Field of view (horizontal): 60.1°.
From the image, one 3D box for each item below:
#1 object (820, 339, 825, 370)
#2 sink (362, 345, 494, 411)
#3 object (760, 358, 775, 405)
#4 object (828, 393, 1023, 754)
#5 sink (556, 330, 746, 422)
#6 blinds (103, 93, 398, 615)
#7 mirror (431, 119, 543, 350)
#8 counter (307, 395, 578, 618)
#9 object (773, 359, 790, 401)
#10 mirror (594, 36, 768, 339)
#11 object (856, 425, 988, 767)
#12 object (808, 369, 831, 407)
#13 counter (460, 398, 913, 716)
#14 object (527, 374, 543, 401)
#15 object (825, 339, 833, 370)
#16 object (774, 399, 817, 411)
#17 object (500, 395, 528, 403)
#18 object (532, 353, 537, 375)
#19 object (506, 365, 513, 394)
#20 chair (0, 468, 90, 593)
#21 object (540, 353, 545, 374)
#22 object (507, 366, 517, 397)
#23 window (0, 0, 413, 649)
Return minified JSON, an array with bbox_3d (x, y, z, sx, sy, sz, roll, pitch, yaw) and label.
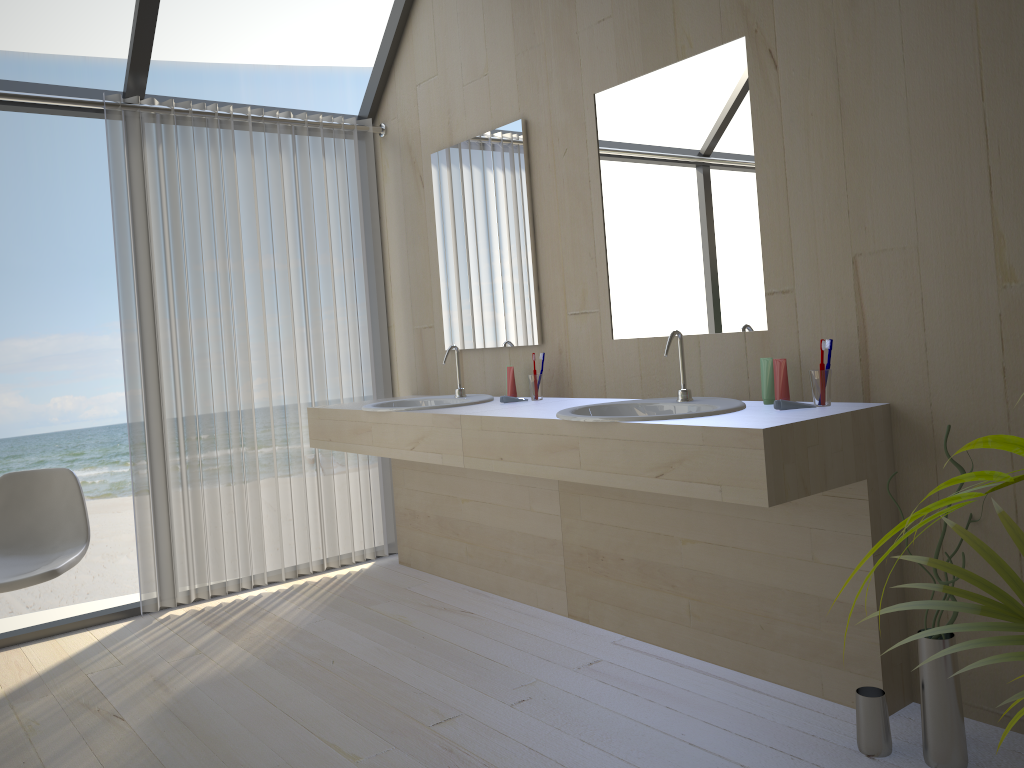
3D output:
[{"bbox_3d":[0.815,-0.029,2.317,0.012,0.178,0.050,-4,0,2],"label":"object"},{"bbox_3d":[-0.336,0.062,3.519,0.505,0.419,0.573,-5,2,-34],"label":"sink"},{"bbox_3d":[0.723,-0.007,2.502,0.039,0.135,0.039,-4,0,4],"label":"object"},{"bbox_3d":[0.691,0.353,0.663,0.916,1.157,0.751,-4,1,-4],"label":"object"},{"bbox_3d":[0.393,0.060,2.560,0.505,0.419,0.573,-5,2,-34],"label":"sink"},{"bbox_3d":[-1.083,-0.175,3.874,1.185,2.071,0.084,-5,0,-37],"label":"blinds"},{"bbox_3d":[-0.121,-0.584,3.659,0.023,0.868,0.652,-4,1,-37],"label":"mirror"},{"bbox_3d":[-0.288,0.471,3.572,0.552,0.790,1.203,-5,2,-37],"label":"counter"},{"bbox_3d":[0.727,-0.001,2.388,0.039,0.135,0.039,-4,0,4],"label":"object"},{"bbox_3d":[0.528,-0.588,2.851,0.023,0.868,0.652,-4,1,-37],"label":"mirror"},{"bbox_3d":[0.980,0.474,2.097,0.273,0.749,0.408,-4,0,41],"label":"object"},{"bbox_3d":[0.820,0.012,2.346,0.058,0.100,0.058,-5,1,-27],"label":"object"},{"bbox_3d":[0.441,0.469,2.613,0.552,0.790,1.203,-5,2,-37],"label":"counter"},{"bbox_3d":[0.090,0.014,3.305,0.059,0.100,0.058,-5,1,-30],"label":"object"},{"bbox_3d":[0.832,-0.030,2.349,0.054,0.175,0.012,-4,0,-12],"label":"object"},{"bbox_3d":[0.736,0.052,2.308,0.104,0.029,0.032,-4,2,3],"label":"object"},{"bbox_3d":[0.007,0.054,3.267,0.104,0.029,0.032,-4,2,3],"label":"object"},{"bbox_3d":[0.086,-0.027,3.276,0.012,0.178,0.050,-4,0,2],"label":"object"},{"bbox_3d":[-0.006,-0.005,3.461,0.039,0.135,0.039,-4,0,11],"label":"object"},{"bbox_3d":[-1.651,0.486,2.964,0.369,0.347,0.454,-5,2,-9],"label":"chair"},{"bbox_3d":[0.103,-0.028,3.308,0.054,0.175,0.012,-4,0,-12],"label":"object"},{"bbox_3d":[-0.002,0.001,3.347,0.039,0.135,0.039,-4,0,11],"label":"object"},{"bbox_3d":[-2.276,-0.366,2.740,4.572,2.813,0.743,-6,1,-37],"label":"window"}]
